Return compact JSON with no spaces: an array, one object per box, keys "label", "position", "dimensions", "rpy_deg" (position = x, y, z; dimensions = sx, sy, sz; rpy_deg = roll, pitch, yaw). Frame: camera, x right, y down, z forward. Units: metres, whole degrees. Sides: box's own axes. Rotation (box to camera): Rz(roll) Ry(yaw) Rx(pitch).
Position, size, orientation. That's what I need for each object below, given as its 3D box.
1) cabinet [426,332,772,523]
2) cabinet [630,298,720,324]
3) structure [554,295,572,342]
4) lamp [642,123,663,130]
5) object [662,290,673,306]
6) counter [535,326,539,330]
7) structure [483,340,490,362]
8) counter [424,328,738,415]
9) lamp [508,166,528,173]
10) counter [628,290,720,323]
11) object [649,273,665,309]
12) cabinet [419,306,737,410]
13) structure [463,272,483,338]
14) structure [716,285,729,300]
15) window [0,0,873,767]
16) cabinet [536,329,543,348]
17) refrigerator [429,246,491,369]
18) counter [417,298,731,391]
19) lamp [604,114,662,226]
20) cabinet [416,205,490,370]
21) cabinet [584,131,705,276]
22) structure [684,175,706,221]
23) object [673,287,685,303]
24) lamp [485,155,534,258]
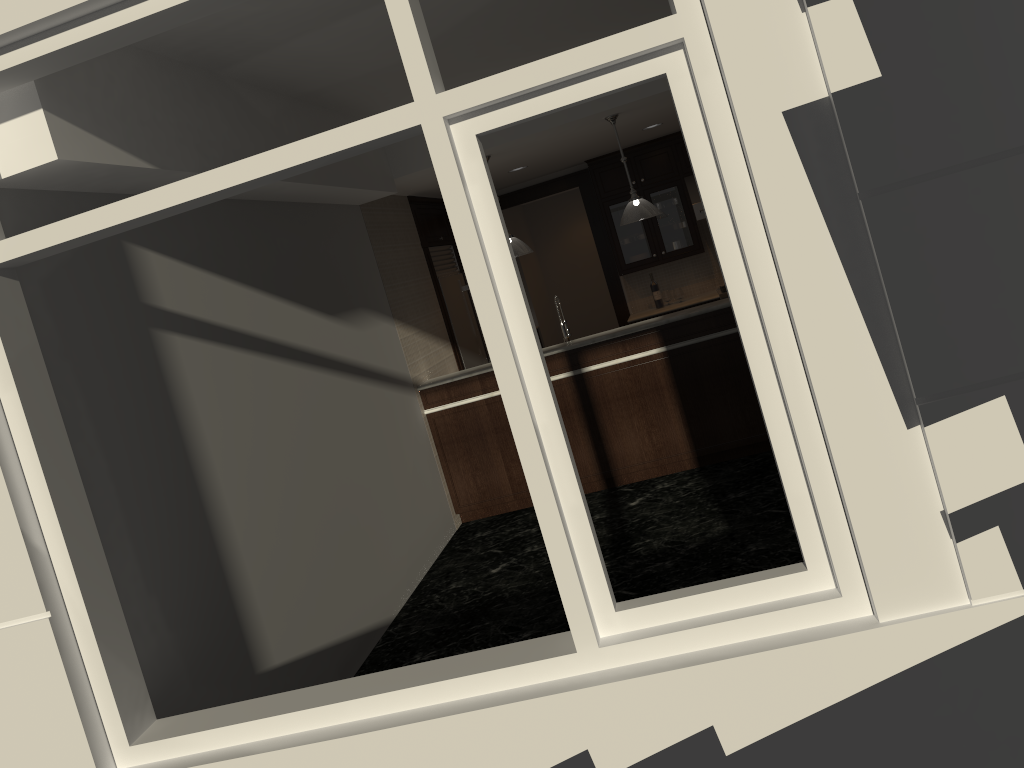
[{"label":"cabinet","position":[0.913,0.183,6.782],"dimensions":[2.832,0.910,1.037],"rpy_deg":[-15,5,12]},{"label":"cabinet","position":[2.784,-0.519,8.064],"dimensions":[3.350,0.877,2.342],"rpy_deg":[-15,7,12]},{"label":"structure","position":[0.413,-0.433,6.853],"dimensions":[0.051,0.528,0.246],"rpy_deg":[-16,3,12]},{"label":"lamp","position":[1.226,-2.344,7.828],"dimensions":[0.200,0.136,0.197],"rpy_deg":[-19,6,-23]},{"label":"object","position":[1.618,-0.898,9.206],"dimensions":[0.112,0.150,0.113],"rpy_deg":[-16,4,4]},{"label":"counter","position":[-0.143,-0.506,10.887],"dimensions":[0.705,0.032,1.877],"rpy_deg":[-15,7,13]},{"label":"structure","position":[-0.440,-0.247,9.264],"dimensions":[0.661,0.387,0.771],"rpy_deg":[-15,6,12]},{"label":"counter","position":[0.784,-0.237,6.763],"dimensions":[2.853,0.032,1.066],"rpy_deg":[-15,7,12]},{"label":"lamp","position":[0.036,-2.028,8.079],"dimensions":[0.196,0.136,0.200],"rpy_deg":[-15,6,17]},{"label":"counter","position":[2.655,-0.956,8.048],"dimensions":[3.350,0.032,2.342],"rpy_deg":[-15,7,12]},{"label":"object","position":[1.483,-0.965,9.120],"dimensions":[0.093,0.376,0.096],"rpy_deg":[-15,3,27]},{"label":"cabinet","position":[0.689,-0.259,6.406],"dimensions":[2.821,0.152,0.296],"rpy_deg":[-15,6,12]},{"label":"structure","position":[-0.554,-0.789,9.235],"dimensions":[0.610,0.698,0.766],"rpy_deg":[-15,5,12]},{"label":"structure","position":[2.633,-0.676,8.913],"dimensions":[0.901,0.835,0.727],"rpy_deg":[-15,4,12]},{"label":"window","position":[-0.433,-0.159,2.582],"dimensions":[2.300,2.194,0.154],"rpy_deg":[-16,2,10]},{"label":"cabinet","position":[0.276,-0.215,10.836],"dimensions":[0.057,0.743,1.812],"rpy_deg":[-16,6,13]},{"label":"refrigerator","position":[-0.632,-0.210,8.395],"dimensions":[0.684,2.114,0.898],"rpy_deg":[-16,3,12]},{"label":"counter","position":[0.673,-0.349,6.400],"dimensions":[2.839,0.032,0.332],"rpy_deg":[-15,7,12]},{"label":"lamp","position":[0.828,-1.565,6.397],"dimensions":[0.314,0.781,0.322],"rpy_deg":[-15,3,26]},{"label":"cabinet","position":[-0.623,-0.521,8.789],"dimensions":[0.752,2.413,1.862],"rpy_deg":[-16,4,13]},{"label":"cabinet","position":[2.357,-1.983,8.014],"dimensions":[3.349,1.250,2.334],"rpy_deg":[-15,6,12]},{"label":"structure","position":[2.247,-2.008,8.889],"dimensions":[0.926,0.476,0.647],"rpy_deg":[-15,6,12]},{"label":"object","position":[1.721,-0.914,9.096],"dimensions":[0.112,0.150,0.113],"rpy_deg":[-16,4,4]},{"label":"lamp","position":[-0.100,-1.318,6.593],"dimensions":[0.314,0.781,0.322],"rpy_deg":[-15,3,26]}]
